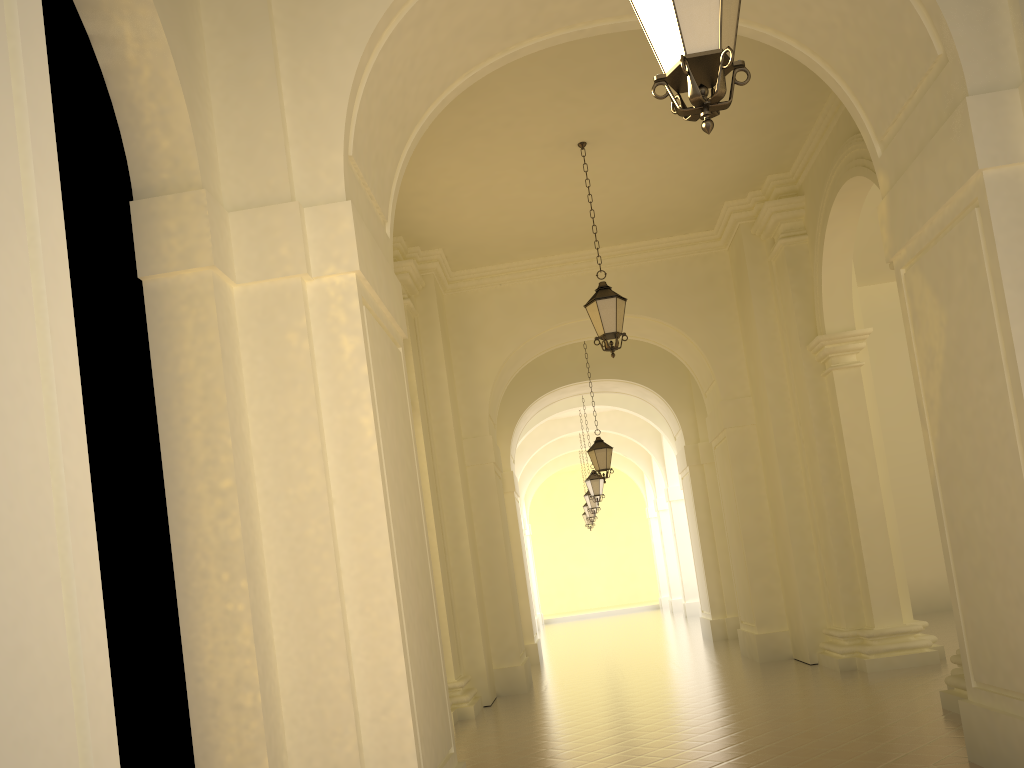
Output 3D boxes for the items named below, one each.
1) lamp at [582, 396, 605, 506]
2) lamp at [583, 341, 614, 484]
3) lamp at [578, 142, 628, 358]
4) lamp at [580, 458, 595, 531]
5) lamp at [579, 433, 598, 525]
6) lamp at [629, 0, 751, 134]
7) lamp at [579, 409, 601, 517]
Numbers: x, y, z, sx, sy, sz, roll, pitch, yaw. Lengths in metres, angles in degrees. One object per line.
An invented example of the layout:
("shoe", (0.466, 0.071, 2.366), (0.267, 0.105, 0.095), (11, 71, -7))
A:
("lamp", (1.886, 1.366, 21.497), (0.511, 3.269, 0.447), (-8, -4, 3))
("lamp", (1.513, 0.253, 16.469), (0.439, 3.269, 0.519), (-6, -5, -27))
("lamp", (0.984, -1.543, 10.073), (0.448, 2.534, 0.509), (-11, -5, 33))
("lamp", (2.737, 3.907, 32.971), (0.511, 3.269, 0.447), (-8, -4, 3))
("lamp", (2.456, 3.069, 29.185), (0.511, 3.269, 0.447), (-8, -4, 3))
("lamp", (0.556, -2.601, 3.584), (0.439, 3.269, 0.519), (-6, -5, -27))
("lamp", (2.173, 2.225, 25.376), (0.511, 3.269, 0.447), (-8, -4, 3))
